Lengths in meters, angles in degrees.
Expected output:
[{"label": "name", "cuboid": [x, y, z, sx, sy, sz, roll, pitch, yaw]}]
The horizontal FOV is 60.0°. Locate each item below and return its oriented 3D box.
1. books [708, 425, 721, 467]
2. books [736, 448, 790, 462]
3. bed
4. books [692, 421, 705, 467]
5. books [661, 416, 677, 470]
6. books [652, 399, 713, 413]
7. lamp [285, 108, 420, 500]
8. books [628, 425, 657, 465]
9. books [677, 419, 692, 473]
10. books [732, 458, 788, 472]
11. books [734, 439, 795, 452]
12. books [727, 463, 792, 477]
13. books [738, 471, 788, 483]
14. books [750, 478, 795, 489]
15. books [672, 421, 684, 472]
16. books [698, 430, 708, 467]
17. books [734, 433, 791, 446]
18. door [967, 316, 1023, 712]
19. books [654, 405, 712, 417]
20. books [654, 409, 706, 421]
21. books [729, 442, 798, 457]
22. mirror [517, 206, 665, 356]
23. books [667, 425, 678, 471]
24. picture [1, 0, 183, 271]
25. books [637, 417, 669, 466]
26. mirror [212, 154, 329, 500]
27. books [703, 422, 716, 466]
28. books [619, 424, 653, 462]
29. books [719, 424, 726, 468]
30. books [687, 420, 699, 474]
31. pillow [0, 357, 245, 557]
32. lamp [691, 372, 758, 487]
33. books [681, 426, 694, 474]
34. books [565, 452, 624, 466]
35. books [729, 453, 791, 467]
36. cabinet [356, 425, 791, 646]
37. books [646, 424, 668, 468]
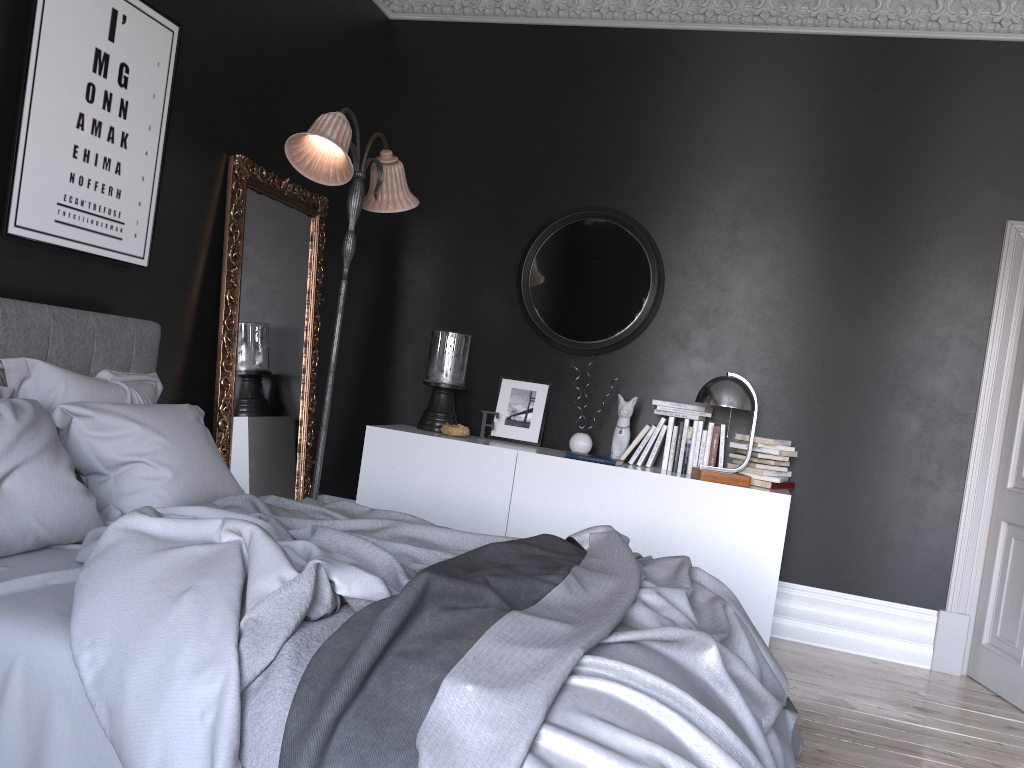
[{"label": "books", "cuboid": [1.158, 0.383, 5.072, 0.038, 0.295, 0.235, 9, 1, 15]}, {"label": "books", "cuboid": [1.408, 0.397, 4.993, 0.193, 0.030, 0.289, 8, 0, -11]}, {"label": "bed", "cuboid": [-0.485, 0.542, 2.589, 3.283, 1.299, 2.765, 8, 0, 4]}, {"label": "books", "cuboid": [1.070, 0.365, 5.094, 0.024, 0.307, 0.220, 9, 1, 15]}, {"label": "books", "cuboid": [0.917, 0.343, 5.164, 0.030, 0.307, 0.221, 9, 1, 15]}, {"label": "books", "cuboid": [0.992, 0.130, 5.146, 0.306, 0.030, 0.221, 8, 0, 25]}, {"label": "lamp", "cuboid": [-0.886, -0.092, 4.377, 0.987, 2.412, 0.771, 7, 2, -42]}, {"label": "books", "cuboid": [0.772, 0.353, 5.176, 0.132, 0.245, 0.195, 8, 1, 15]}, {"label": "books", "cuboid": [0.995, 0.354, 5.114, 0.024, 0.307, 0.220, 9, 1, 15]}, {"label": "books", "cuboid": [1.395, 0.456, 4.999, 0.203, 0.029, 0.268, 8, 0, -15]}, {"label": "books", "cuboid": [1.425, 0.342, 5.017, 0.220, 0.024, 0.307, 8, 0, -10]}, {"label": "books", "cuboid": [1.391, 0.485, 4.989, 0.318, 0.031, 0.228, 8, 0, -45]}, {"label": "books", "cuboid": [1.411, 0.517, 4.975, 0.228, 0.025, 0.319, 8, 0, 25]}, {"label": "books", "cuboid": [1.410, 0.549, 4.966, 0.234, 0.038, 0.295, 8, 0, 42]}, {"label": "books", "cuboid": [0.961, 0.358, 5.099, 0.030, 0.289, 0.193, 9, 1, 15]}, {"label": "books", "cuboid": [1.094, 0.392, 5.088, 0.026, 0.259, 0.195, 9, 1, 15]}, {"label": "books", "cuboid": [1.411, 0.314, 4.979, 0.220, 0.030, 0.307, 8, 0, 35]}, {"label": "door", "cuboid": [2.734, 0.450, 4.375, 0.216, 2.375, 1.097, 8, 1, 3]}, {"label": "books", "cuboid": [0.982, 0.156, 5.120, 0.307, 0.024, 0.220, 8, 0, 5]}, {"label": "books", "cuboid": [0.973, 0.180, 5.124, 0.258, 0.026, 0.195, 8, 0, 25]}, {"label": "books", "cuboid": [1.418, 0.368, 4.997, 0.221, 0.030, 0.306, 8, 0, -45]}, {"label": "mirror", "cuboid": [0.477, -0.639, 5.485, 0.923, 0.925, 0.061, 8, 1, 15]}, {"label": "books", "cuboid": [0.939, 0.370, 5.131, 0.026, 0.259, 0.195, 9, 1, 15]}, {"label": "picture", "cuboid": [-1.623, -1.045, 3.505, 0.014, 1.079, 0.792, 9, 1, 15]}, {"label": "books", "cuboid": [0.821, 0.333, 5.161, 0.126, 0.296, 0.220, 9, 1, 15]}, {"label": "mirror", "cuboid": [-1.314, -0.039, 4.878, 0.254, 2.193, 0.991, 9, 1, 15]}, {"label": "books", "cuboid": [1.132, 0.374, 5.106, 0.030, 0.307, 0.221, 9, 1, 15]}, {"label": "books", "cuboid": [0.724, 0.344, 5.157, 0.158, 0.246, 0.203, 8, 1, 15]}, {"label": "books", "cuboid": [1.199, 0.383, 5.059, 0.050, 0.308, 0.220, 9, 1, 15]}, {"label": "books", "cuboid": [1.052, 0.362, 5.127, 0.030, 0.307, 0.221, 9, 1, 15]}, {"label": "pillow", "cuboid": [-1.506, 0.207, 2.928, 0.679, 0.760, 1.831, 8, 0, 15]}, {"label": "lamp", "cuboid": [1.139, 0.232, 4.769, 0.340, 0.591, 0.328, 8, 1, -5]}, {"label": "books", "cuboid": [1.007, 0.376, 5.070, 0.029, 0.270, 0.204, 9, 1, 15]}, {"label": "books", "cuboid": [0.463, 0.417, 4.944, 0.289, 0.030, 0.193, 8, 0, 21]}, {"label": "books", "cuboid": [1.395, 0.426, 5.006, 0.193, 0.030, 0.289, 8, 0, -44]}, {"label": "cabinet", "cuboid": [0.305, 0.854, 5.159, 2.394, 0.883, 0.570, 8, 1, 15]}, {"label": "books", "cuboid": [0.850, 0.358, 5.155, 0.091, 0.256, 0.195, 9, 1, 15]}]
